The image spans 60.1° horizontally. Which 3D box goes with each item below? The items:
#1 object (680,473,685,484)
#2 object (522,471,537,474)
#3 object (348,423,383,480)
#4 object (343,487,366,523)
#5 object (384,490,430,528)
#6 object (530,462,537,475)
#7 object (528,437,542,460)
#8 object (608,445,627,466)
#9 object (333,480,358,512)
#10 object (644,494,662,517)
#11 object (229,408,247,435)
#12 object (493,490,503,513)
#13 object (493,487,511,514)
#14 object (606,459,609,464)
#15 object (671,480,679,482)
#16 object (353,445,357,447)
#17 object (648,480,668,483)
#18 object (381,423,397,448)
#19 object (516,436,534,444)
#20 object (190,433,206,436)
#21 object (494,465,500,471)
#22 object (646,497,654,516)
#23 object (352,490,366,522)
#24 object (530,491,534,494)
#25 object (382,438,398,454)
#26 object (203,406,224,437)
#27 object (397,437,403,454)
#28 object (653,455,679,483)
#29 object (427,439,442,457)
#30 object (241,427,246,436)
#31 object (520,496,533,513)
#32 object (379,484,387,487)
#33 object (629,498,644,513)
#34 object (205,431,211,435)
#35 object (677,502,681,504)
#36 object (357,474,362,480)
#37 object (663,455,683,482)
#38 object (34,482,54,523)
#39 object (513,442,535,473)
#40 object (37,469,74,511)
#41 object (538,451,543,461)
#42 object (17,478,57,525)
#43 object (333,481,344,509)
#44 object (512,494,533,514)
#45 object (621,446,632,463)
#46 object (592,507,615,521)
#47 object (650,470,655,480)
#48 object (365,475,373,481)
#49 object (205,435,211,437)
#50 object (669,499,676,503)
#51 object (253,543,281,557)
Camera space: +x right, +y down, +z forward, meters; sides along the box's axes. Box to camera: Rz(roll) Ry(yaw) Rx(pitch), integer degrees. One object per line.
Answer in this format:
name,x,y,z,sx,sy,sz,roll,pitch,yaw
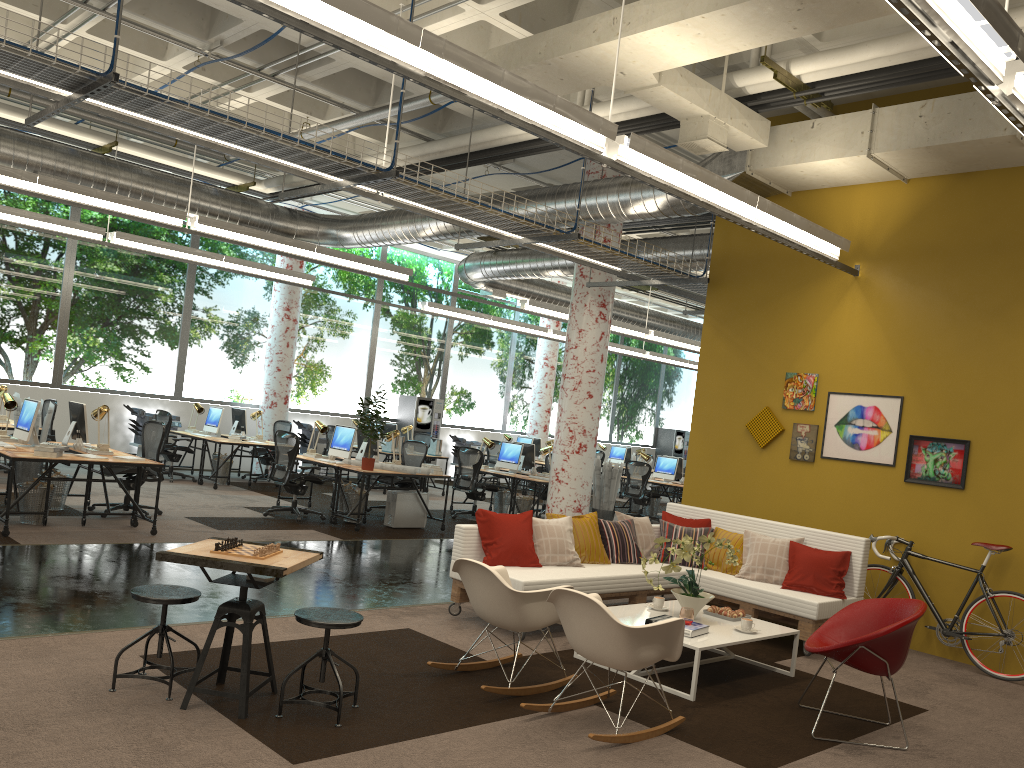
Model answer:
object,3.260,1.795,16.849,0.101,0.209,0.101,7,0,1
object,0.326,1.458,14.571,0.119,0.017,0.437,9,-3,-44
object,-2.829,1.301,16.749,0.191,1.209,1.074,6,0,-44
object,-2.041,1.559,11.450,0.357,0.435,0.354,6,-1,42
object,-1.371,1.636,11.593,0.543,0.455,0.220,8,0,-44
object,0.350,1.350,14.149,0.101,0.209,0.101,7,0,1
object,0.459,1.443,19.861,0.190,0.485,0.482,6,0,-44
object,2.582,1.758,21.566,0.190,0.485,0.482,6,0,-44
object,-2.355,1.560,12.420,0.357,0.435,0.354,6,-1,42
object,2.743,2.370,17.350,0.357,0.435,0.354,6,-1,42
object,-4.618,0.656,14.910,0.190,0.485,0.482,6,0,-44
object,-0.228,1.929,14.599,0.120,0.403,0.234,6,0,-43
object,-0.167,1.924,14.650,0.357,0.435,0.354,6,-1,42
object,2.376,1.884,21.853,0.101,0.209,0.101,7,0,1
object,3.235,1.904,17.272,0.119,0.017,0.437,9,-3,-44
object,-2.788,1.163,16.397,0.119,0.017,0.437,9,-3,-44
object,2.686,1.808,16.443,0.119,0.017,0.437,9,-3,-44
object,-2.387,1.002,17.085,0.190,0.485,0.482,6,0,-44
object,0.262,1.399,19.305,0.190,0.485,0.482,6,0,-44
object,-5.018,0.817,14.221,0.119,0.017,0.437,9,-3,-44
object,-0.227,1.282,14.162,0.101,0.209,0.101,7,0,1
object,2.682,2.374,17.299,0.120,0.403,0.234,6,0,-43
object,-1.983,1.581,11.501,0.120,0.403,0.234,6,0,-43
object,0.488,2.188,19.160,0.120,0.403,0.234,6,0,-43
object,-2.160,1.069,15.743,0.151,0.302,0.280,6,0,-44
object,-4.815,0.612,14.354,0.190,0.485,0.482,6,0,-44
object,-2.055,1.086,15.846,0.151,0.302,0.280,6,0,-44
object,2.889,1.602,16.576,0.190,0.485,0.482,6,0,-44
object,-1.438,1.181,16.448,0.151,0.302,0.280,6,0,-44
object,-4.444,0.805,14.628,0.101,0.209,0.101,7,0,1
object,0.205,1.946,13.731,0.120,0.403,0.234,6,0,-43
object,-2.358,1.747,16.385,0.120,0.403,0.234,6,0,-43
object,2.517,2.394,17.876,0.353,0.398,0.353,7,0,1
object,-5.021,0.738,14.641,0.101,0.209,0.101,7,0,1
object,3.115,2.392,16.432,0.120,0.403,0.234,6,0,-43
object,-2.956,1.749,17.830,0.354,0.398,0.352,7,-1,-25
object,3.086,1.647,17.132,0.190,0.485,0.482,6,0,-44
object,-4.673,1.185,8.842,0.120,0.403,0.234,6,0,-43
object,0.176,1.201,14.432,0.190,0.485,0.482,6,0,-44
object,-5.045,1.163,9.760,0.357,0.435,0.354,6,-1,42
object,0.633,1.592,19.578,0.101,0.209,0.101,7,0,1
object,-4.731,1.163,8.791,0.357,0.435,0.354,6,-1,42
object,-2.416,1.564,12.369,0.120,0.403,0.234,6,0,-43
object,0.147,1.924,13.680,0.357,0.435,0.354,6,-1,42
object,2.779,1.803,22.122,0.190,0.485,0.482,6,0,-44
object,1.362,2.084,13.364,0.353,0.398,0.353,7,0,1
object,2.683,1.728,16.862,0.101,0.209,0.101,7,0,1
object,-2.791,1.730,17.252,0.120,0.403,0.234,6,0,-43
object,-4.796,0.828,13.981,0.106,0.029,0.059,9,-2,-43
object,3.057,2.369,16.380,0.357,0.435,0.354,6,-1,42
object,-1.236,0.828,4.475,0.056,0.053,0.251,7,-2,7
